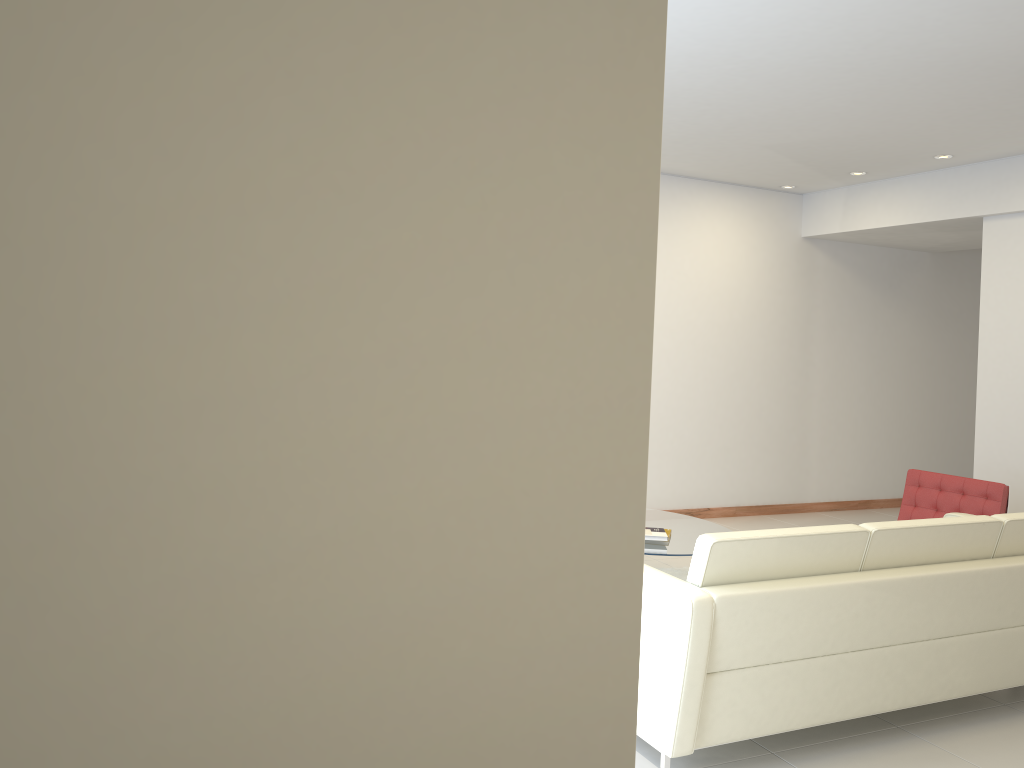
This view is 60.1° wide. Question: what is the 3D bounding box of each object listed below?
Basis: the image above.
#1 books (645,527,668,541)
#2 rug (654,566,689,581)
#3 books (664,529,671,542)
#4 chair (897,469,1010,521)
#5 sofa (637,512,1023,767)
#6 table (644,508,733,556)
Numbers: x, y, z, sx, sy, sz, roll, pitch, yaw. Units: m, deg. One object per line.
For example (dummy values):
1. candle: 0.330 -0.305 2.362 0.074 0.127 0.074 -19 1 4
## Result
1. books: 0.781 0.915 5.441 0.324 0.027 0.256 3 3 4
2. rug: 1.093 1.388 5.097 3.324 0.004 2.447 1 3 -24
3. books: 0.832 0.937 5.576 0.324 0.027 0.255 3 3 14
4. chair: 2.748 1.023 5.833 0.705 0.817 0.701 2 1 -31
5. sofa: 1.539 0.996 4.002 2.562 0.923 1.002 1 1 -26
6. table: 0.764 1.138 5.825 1.319 0.404 1.540 1 3 -27
